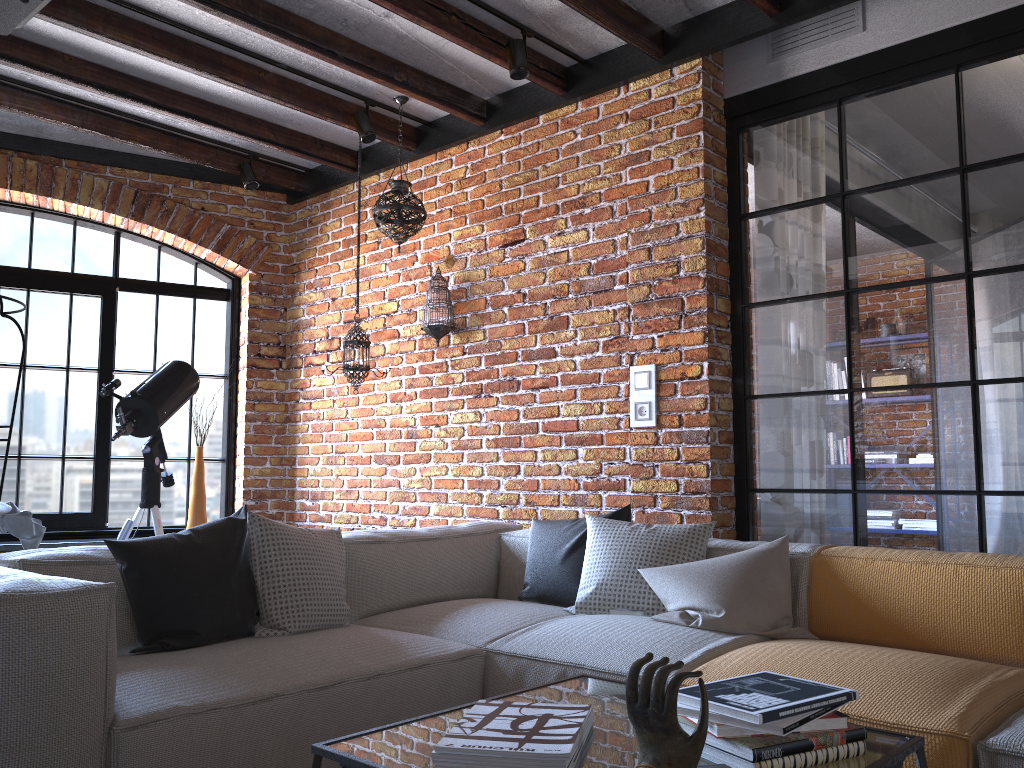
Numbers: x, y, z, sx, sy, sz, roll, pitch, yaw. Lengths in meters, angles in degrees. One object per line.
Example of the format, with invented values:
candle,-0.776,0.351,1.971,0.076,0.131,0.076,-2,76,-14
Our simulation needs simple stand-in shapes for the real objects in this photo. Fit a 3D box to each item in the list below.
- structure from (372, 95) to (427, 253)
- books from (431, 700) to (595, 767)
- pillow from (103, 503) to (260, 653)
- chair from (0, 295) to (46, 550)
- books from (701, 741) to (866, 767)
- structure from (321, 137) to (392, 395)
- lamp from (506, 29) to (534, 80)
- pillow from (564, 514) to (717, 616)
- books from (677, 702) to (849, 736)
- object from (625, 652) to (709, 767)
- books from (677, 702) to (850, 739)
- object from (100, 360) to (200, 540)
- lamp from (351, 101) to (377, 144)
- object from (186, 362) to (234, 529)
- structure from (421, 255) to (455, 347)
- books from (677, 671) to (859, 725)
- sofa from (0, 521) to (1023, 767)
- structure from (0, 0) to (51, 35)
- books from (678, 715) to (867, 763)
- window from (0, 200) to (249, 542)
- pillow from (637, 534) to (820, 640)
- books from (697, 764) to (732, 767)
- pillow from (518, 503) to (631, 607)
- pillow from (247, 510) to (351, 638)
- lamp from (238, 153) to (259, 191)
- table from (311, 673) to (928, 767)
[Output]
structure,-0.548,-1.025,4.340,0.265,0.778,0.273,1,-6,-8
books,0.013,0.608,1.541,0.225,0.038,0.309,-1,-6,12
pillow,-0.922,0.565,2.625,0.239,0.417,0.539,-4,-7,32
chair,-2.276,-0.388,3.466,0.682,2.219,0.802,0,-6,-2
books,0.431,0.609,1.506,0.247,0.024,0.209,3,-7,-28
structure,-0.804,-0.659,4.633,0.338,1.436,0.389,-5,-8,43
lamp,0.029,-1.367,3.678,0.113,0.194,0.085,-1,-6,13
pillow,0.437,0.636,3.069,0.495,0.354,0.293,-3,-7,28
books,0.429,0.547,1.515,0.196,0.014,0.268,-5,-8,41
object,0.201,0.471,1.154,0.099,0.222,0.093,1,-6,-8
books,0.421,0.567,1.532,0.239,0.022,0.191,1,-6,-13
object,-1.826,0.584,4.291,0.570,1.470,0.616,2,-6,-21
lamp,-0.727,-1.288,4.366,0.134,0.207,0.090,-1,-6,10
object,-1.785,0.372,5.229,0.270,1.053,0.299,3,-6,-27
structure,-0.372,-0.427,4.479,0.169,0.482,0.169,-5,-8,42
books,0.429,0.532,1.516,0.268,0.014,0.196,4,-7,-36
sofa,0.259,0.769,2.137,3.301,0.697,2.537,-5,-8,42
structure,-1.505,-1.453,2.462,0.464,0.816,0.409,-5,-8,42
books,0.432,0.586,1.509,0.251,0.023,0.209,3,-7,-28
window,-3.003,-0.099,4.903,3.293,2.231,0.177,3,-7,-30
pillow,0.664,0.633,2.769,0.485,0.314,0.359,0,-6,-5
books,0.245,0.582,1.281,0.182,0.029,0.129,1,-6,-10
pillow,0.223,0.649,3.338,0.510,0.400,0.263,-4,-7,36
pillow,-0.675,0.603,2.855,0.250,0.402,0.544,-3,-6,24
lamp,-1.509,-1.212,5.080,0.134,0.208,0.093,-2,-6,18
table,0.193,0.815,1.527,0.849,0.388,0.842,-5,-8,42
